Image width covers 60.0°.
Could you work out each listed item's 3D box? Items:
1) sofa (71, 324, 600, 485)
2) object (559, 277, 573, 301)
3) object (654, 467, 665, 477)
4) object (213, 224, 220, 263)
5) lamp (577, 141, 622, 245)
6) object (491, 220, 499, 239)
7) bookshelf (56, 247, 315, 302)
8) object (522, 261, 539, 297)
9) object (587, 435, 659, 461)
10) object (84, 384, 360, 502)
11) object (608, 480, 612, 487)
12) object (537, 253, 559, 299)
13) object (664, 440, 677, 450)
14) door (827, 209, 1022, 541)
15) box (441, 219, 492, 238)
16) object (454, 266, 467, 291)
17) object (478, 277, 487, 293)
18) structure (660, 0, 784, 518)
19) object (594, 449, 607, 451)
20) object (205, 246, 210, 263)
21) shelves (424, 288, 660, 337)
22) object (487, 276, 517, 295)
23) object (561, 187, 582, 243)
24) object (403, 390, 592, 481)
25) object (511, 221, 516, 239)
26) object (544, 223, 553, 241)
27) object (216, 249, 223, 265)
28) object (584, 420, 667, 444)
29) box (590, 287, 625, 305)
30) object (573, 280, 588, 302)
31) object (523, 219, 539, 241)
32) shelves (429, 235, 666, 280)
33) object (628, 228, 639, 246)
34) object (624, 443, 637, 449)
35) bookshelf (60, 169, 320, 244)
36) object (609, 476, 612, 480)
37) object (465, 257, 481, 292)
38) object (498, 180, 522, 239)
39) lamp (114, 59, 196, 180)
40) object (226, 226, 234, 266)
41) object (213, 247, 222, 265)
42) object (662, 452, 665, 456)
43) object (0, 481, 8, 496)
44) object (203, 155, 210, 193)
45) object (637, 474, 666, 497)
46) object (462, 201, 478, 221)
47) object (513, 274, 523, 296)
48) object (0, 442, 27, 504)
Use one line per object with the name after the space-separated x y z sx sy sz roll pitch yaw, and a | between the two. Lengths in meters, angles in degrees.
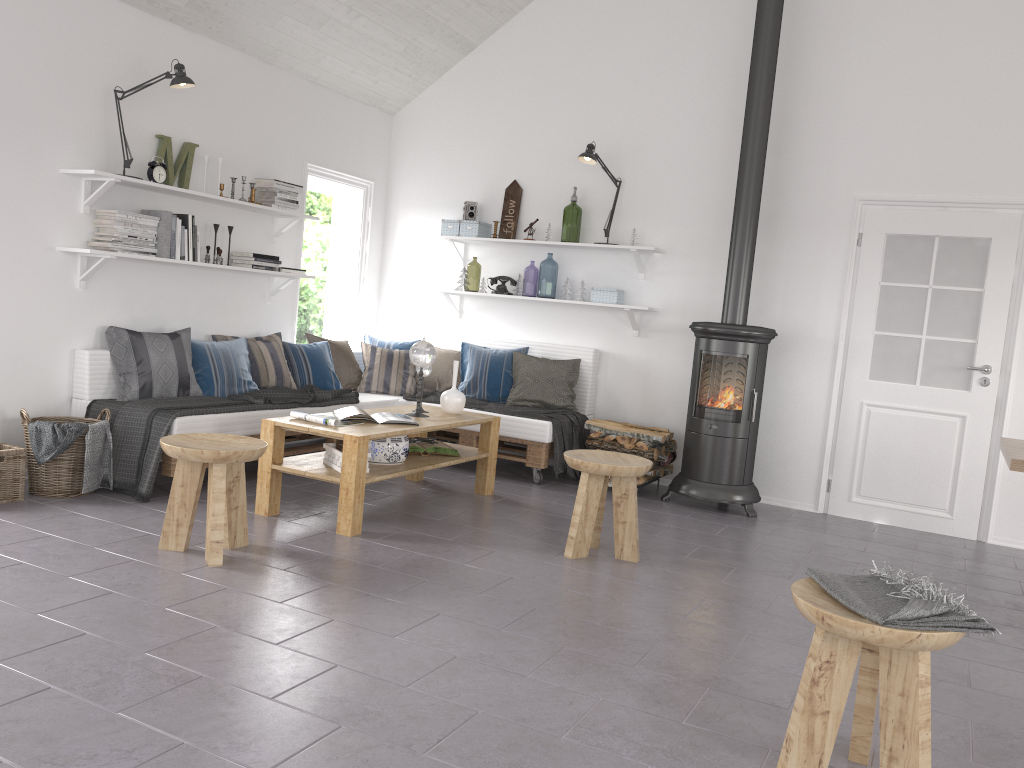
-0.917 0.127 5.753 2.017 0.932 2.855 8 5 26 | sofa
0.404 -0.706 6.546 0.103 0.178 0.097 5 5 -11 | object
0.767 0.557 6.048 0.539 0.070 0.101 8 5 27 | object
-1.885 -0.884 5.632 0.085 0.259 0.085 5 5 -5 | object
0.627 -1.335 6.252 0.439 0.703 0.196 1 7 -43 | lamp
-0.125 -1.172 6.738 0.085 0.152 0.085 1 6 -40 | object
-1.924 -0.643 5.512 0.269 0.212 1.820 8 5 26 | bookshelf
0.141 -0.782 6.610 0.111 0.270 0.111 10 7 44 | object
0.734 0.427 5.906 0.480 0.104 0.126 8 5 28 | object
-1.671 0.275 5.410 0.685 0.533 1.892 8 5 26 | object
0.779 0.642 6.104 0.095 0.063 0.562 8 5 27 | object
0.267 -0.797 6.539 0.137 0.335 0.137 7 5 15 | object
0.905 0.405 6.215 0.483 0.097 0.123 8 5 28 | object
2.559 -0.077 5.592 0.902 2.013 0.101 8 5 26 | door
-0.350 -1.196 6.907 0.332 0.131 0.242 8 5 26 | box
-0.373 -0.815 6.877 0.113 0.195 0.107 8 6 33 | object
-0.220 -0.754 6.738 0.072 0.124 0.068 6 5 11 | object
1.526 -1.635 5.642 0.643 4.887 0.626 6 5 2 | structure
0.687 0.476 6.171 0.103 0.107 0.516 8 5 25 | object
-1.902 -0.807 5.544 0.032 0.117 0.058 5 5 0 | object
0.177 -0.536 6.619 1.820 0.212 0.269 8 5 26 | shelves
-0.078 -0.750 6.741 0.171 0.146 0.203 1 6 -40 | object
0.441 -1.228 6.456 0.136 0.415 0.136 3 5 -31 | object
-0.150 0.347 6.391 1.449 0.508 0.716 7 5 16 | object
0.003 -1.154 6.695 0.052 0.148 0.052 4 5 -12 | object
0.270 -1.113 6.516 0.075 0.147 0.075 5 5 -7 | object
-1.828 -0.793 5.549 0.032 0.102 0.058 7 5 21 | object
0.748 0.317 5.927 0.571 0.079 0.115 8 5 27 | object
0.686 -0.629 6.372 0.202 0.110 0.137 8 5 26 | box
0.507 -0.680 6.460 0.088 0.161 0.093 9 6 36 | object
0.138 -1.148 6.637 0.092 0.172 0.177 5 5 -6 | object
0.216 -0.944 6.585 1.820 0.212 0.269 8 5 26 | shelves
0.859 -1.034 6.265 0.072 0.142 0.073 3 6 -31 | object
0.863 0.390 6.003 0.059 0.048 0.529 8 5 26 | object
-1.886 -1.051 5.478 0.269 0.212 1.820 8 5 26 | bookshelf
0.761 0.601 6.099 0.057 0.050 0.561 8 5 26 | object
-0.296 -0.841 6.817 0.111 0.270 0.111 10 7 44 | object
-0.009 -1.330 6.809 0.154 0.480 0.053 8 6 31 | object
-2.018 -1.477 4.957 0.439 0.703 0.196 3 5 -28 | lamp
-1.818 -0.884 5.704 0.085 0.259 0.085 5 5 -5 | object
-1.856 -0.807 5.597 0.032 0.117 0.058 9 6 37 | object
0.814 0.446 6.071 0.467 0.067 0.098 8 5 27 | object
-2.502 0.396 4.206 0.095 0.332 0.284 6 5 5 | object
-1.916 -1.294 5.534 0.084 0.256 0.084 5 5 -5 | object
0.790 0.658 6.122 0.456 0.118 0.478 8 5 26 | object
-0.319 -1.337 6.891 0.121 0.157 0.117 4 5 -14 | object
0.053 -0.753 6.725 0.127 0.176 0.007 8 6 32 | object
-2.549 0.434 4.252 0.276 0.270 0.276 8 5 26 | object
